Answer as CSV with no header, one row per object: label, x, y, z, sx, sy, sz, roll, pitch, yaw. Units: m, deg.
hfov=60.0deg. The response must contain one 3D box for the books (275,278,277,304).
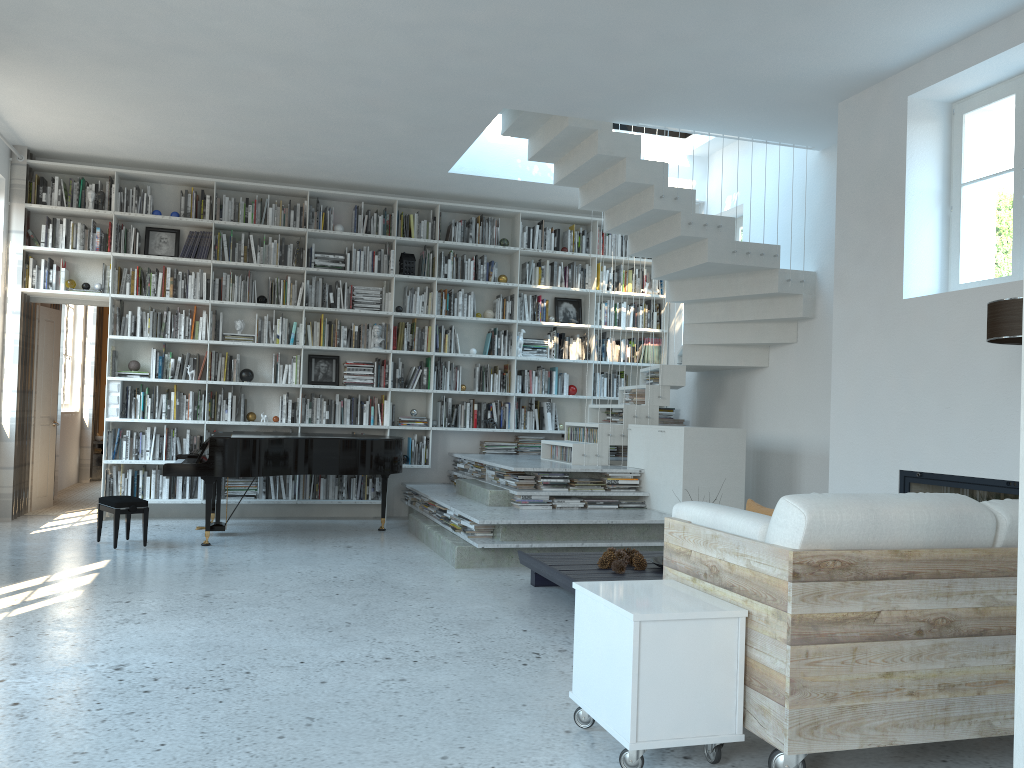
books,-2.262,-0.870,8.473,0.009,0.266,0.149,2,-1,-17

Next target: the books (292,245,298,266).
books,-2.082,-1.227,8.512,0.055,0.264,0.167,2,-1,-17

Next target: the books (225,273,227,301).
books,-2.684,-0.893,8.327,0.012,0.276,0.157,2,-1,-17

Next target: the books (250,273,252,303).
books,-2.468,-0.889,8.383,0.011,0.287,0.189,2,-1,-17

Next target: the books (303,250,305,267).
books,-2.014,-1.188,8.564,0.019,0.194,0.098,2,-1,-17

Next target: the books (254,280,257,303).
books,-2.432,-0.859,8.412,0.031,0.232,0.147,2,-1,-17

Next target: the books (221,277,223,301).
books,-2.723,-0.876,8.326,0.012,0.240,0.134,2,-1,-17

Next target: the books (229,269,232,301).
books,-2.654,-0.911,8.350,0.011,0.317,0.154,2,-1,-17

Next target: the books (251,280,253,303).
books,-2.470,-0.863,8.418,0.009,0.236,0.134,2,-1,-17

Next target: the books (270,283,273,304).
books,-2.297,-0.846,8.457,0.013,0.216,0.149,2,-1,-17

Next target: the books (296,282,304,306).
books,-2.033,-0.845,8.502,0.064,0.237,0.208,2,-2,-17

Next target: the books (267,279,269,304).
books,-2.326,-0.867,8.451,0.005,0.254,0.161,2,-1,-17

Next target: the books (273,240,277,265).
books,-2.265,-1.233,8.468,0.028,0.261,0.135,2,-1,-17

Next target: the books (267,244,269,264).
books,-2.327,-1.210,8.442,0.010,0.208,0.173,2,-2,-17

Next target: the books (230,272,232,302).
books,-2.639,-0.895,8.332,0.010,0.283,0.184,2,-1,-17

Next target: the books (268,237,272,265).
books,-2.312,-1.248,8.460,0.026,0.286,0.137,2,-1,-17

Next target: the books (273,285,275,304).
books,-2.270,-0.837,8.461,0.011,0.200,0.162,2,-2,-17

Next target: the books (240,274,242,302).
books,-2.556,-0.889,8.365,0.011,0.279,0.169,2,-1,-17

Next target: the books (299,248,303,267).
books,-2.035,-1.198,8.551,0.028,0.211,0.134,2,-1,-17

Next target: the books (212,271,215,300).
books,-2.801,-0.901,8.309,0.012,0.285,0.159,2,-1,-17

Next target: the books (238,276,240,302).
books,-2.578,-0.877,8.369,0.011,0.255,0.152,2,-1,-17

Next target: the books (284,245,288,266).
books,-2.168,-1.208,8.486,0.030,0.217,0.182,2,-2,-17

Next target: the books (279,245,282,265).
books,-2.220,-1.207,8.489,0.024,0.213,0.150,2,-2,-17

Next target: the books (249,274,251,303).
books,-2.481,-0.887,8.398,0.004,0.284,0.166,2,-1,-17

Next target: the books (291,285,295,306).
books,-2.106,-0.837,8.512,0.024,0.216,0.142,2,-1,-17

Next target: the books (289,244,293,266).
books,-2.126,-1.215,8.518,0.025,0.237,0.153,2,-1,-17

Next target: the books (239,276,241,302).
books,-2.564,-0.880,8.357,0.009,0.261,0.180,2,-1,-17

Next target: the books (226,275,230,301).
books,-2.667,-0.885,8.333,0.024,0.262,0.177,2,-1,-17

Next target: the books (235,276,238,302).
books,-2.592,-0.877,8.340,0.012,0.251,0.184,2,-2,-17

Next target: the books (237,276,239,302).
books,-2.588,-0.881,8.367,0.010,0.261,0.169,2,-1,-17

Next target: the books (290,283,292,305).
books,-2.122,-0.845,8.508,0.011,0.229,0.165,2,-2,-17

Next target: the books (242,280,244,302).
books,-2.541,-0.861,8.388,0.011,0.226,0.129,2,-1,-17

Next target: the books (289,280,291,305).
books,-2.131,-0.859,8.501,0.010,0.257,0.140,2,-1,-17

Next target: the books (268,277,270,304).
books,-2.319,-0.877,8.461,0.012,0.276,0.129,2,-1,-17

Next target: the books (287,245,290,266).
books,-2.144,-1.209,8.497,0.022,0.222,0.161,2,-2,-17

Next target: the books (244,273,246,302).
books,-2.523,-0.893,8.373,0.011,0.291,0.176,2,-1,-17

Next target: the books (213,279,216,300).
books,-2.784,-0.863,8.296,0.015,0.207,0.186,2,-2,-17

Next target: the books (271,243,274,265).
books,-2.284,-1.217,8.443,0.021,0.226,0.191,2,-2,-17

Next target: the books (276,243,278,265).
books,-2.245,-1.218,8.471,0.013,0.231,0.141,2,-1,-17

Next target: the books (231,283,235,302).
books,-2.627,-0.845,8.353,0.029,0.186,0.149,2,-2,-17

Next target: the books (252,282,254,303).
books,-2.458,-0.853,8.414,0.012,0.218,0.151,2,-1,-17

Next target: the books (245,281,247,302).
books,-2.521,-0.855,8.400,0.012,0.217,0.133,2,-1,-17

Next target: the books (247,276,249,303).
books,-2.501,-0.877,8.386,0.010,0.261,0.158,2,-1,-17

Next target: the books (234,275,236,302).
books,-2.601,-0.883,8.336,0.009,0.263,0.189,2,-2,-17

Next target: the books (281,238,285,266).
books,-2.197,-1.245,8.499,0.022,0.290,0.146,2,-1,-17

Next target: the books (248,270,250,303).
books,-2.490,-0.911,8.400,0.005,0.331,0.161,2,-1,-17

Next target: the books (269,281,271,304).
books,-2.311,-0.858,8.460,0.005,0.239,0.146,2,-1,-17

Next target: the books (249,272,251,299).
books,-2.486,-0.898,8.400,0.005,0.305,0.162,2,-1,-17

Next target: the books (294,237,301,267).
books,-2.067,-1.246,8.516,0.058,0.302,0.175,2,-1,-17

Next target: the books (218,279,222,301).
books,-2.744,-0.866,8.333,0.024,0.219,0.140,2,-1,-17

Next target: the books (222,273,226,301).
books,-2.703,-0.895,8.325,0.026,0.279,0.151,2,-1,-17

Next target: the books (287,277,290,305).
books,-2.144,-0.873,8.490,0.022,0.284,0.190,2,-1,-17

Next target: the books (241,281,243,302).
books,-2.545,-0.853,8.361,0.011,0.209,0.181,2,-2,-17

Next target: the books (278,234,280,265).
books,-2.229,-1.259,8.465,0.011,0.313,0.183,2,-1,-17

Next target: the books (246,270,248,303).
books,-2.508,-0.907,8.392,0.004,0.321,0.153,2,-1,-17

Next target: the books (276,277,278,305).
books,-2.246,-0.874,8.467,0.005,0.275,0.157,2,-1,-17

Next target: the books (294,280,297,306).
books,-2.080,-0.857,8.511,0.022,0.257,0.155,2,-1,-17

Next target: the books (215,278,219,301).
books,-2.770,-0.870,8.326,0.029,0.225,0.136,2,-1,-17

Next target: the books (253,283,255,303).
books,-2.450,-0.849,8.415,0.004,0.209,0.132,2,-1,-17
